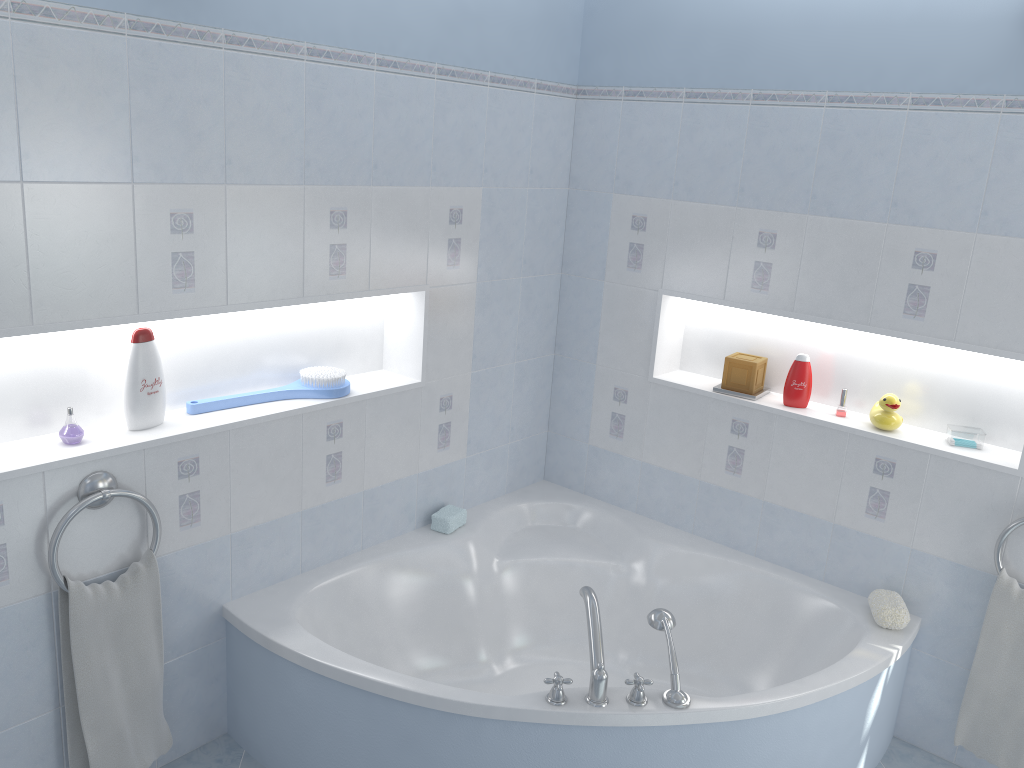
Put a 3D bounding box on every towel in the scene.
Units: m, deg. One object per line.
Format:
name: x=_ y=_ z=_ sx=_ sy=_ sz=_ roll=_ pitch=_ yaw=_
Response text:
towel: x=1.520 y=0.870 z=2.634 sx=0.280 sy=0.635 sz=0.083 roll=16 pitch=19 yaw=38
towel: x=-1.035 y=0.762 z=2.348 sx=0.101 sy=0.634 sz=0.280 roll=15 pitch=19 yaw=35

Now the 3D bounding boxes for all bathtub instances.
bathtub: x=0.214 y=0.828 z=2.786 sx=1.596 sy=0.670 sz=1.578 roll=16 pitch=19 yaw=37

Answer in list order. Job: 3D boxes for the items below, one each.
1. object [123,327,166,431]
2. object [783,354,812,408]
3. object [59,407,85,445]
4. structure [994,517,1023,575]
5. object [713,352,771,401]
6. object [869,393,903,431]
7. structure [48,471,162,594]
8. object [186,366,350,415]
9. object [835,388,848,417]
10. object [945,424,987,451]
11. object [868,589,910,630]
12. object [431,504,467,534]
object: x=-0.992 y=-0.016 z=2.392 sx=0.063 sy=0.276 sz=0.134 roll=12 pitch=17 yaw=26
object: x=0.993 y=-0.011 z=3.066 sx=0.092 sy=0.190 sz=0.044 roll=8 pitch=16 yaw=13
object: x=-1.120 y=0.104 z=2.254 sx=0.059 sy=0.094 sz=0.059 roll=14 pitch=18 yaw=32
structure: x=1.556 y=0.494 z=2.553 sx=0.291 sy=0.332 sz=0.051 roll=16 pitch=19 yaw=37
object: x=0.841 y=-0.034 z=3.215 sx=0.160 sy=0.130 sz=0.160 roll=14 pitch=18 yaw=32
object: x=1.224 y=0.086 z=2.895 sx=0.095 sy=0.122 sz=0.132 roll=5 pitch=15 yaw=4
structure: x=-1.038 y=0.384 z=2.260 sx=0.051 sy=0.332 sz=0.291 roll=16 pitch=19 yaw=37
object: x=-0.754 y=0.010 z=2.749 sx=0.534 sy=0.065 sz=0.172 roll=-7 pitch=19 yaw=-35
object: x=1.120 y=0.063 z=3.004 sx=0.030 sy=0.096 sz=0.030 roll=7 pitch=16 yaw=10
object: x=1.423 y=0.167 z=2.784 sx=0.102 sy=0.053 sz=0.072 roll=8 pitch=16 yaw=13
object: x=1.193 y=0.713 z=2.809 sx=0.105 sy=0.077 sz=0.165 roll=7 pitch=16 yaw=10
object: x=-0.231 y=0.496 z=3.253 sx=0.081 sy=0.059 sz=0.128 roll=11 pitch=17 yaw=25
